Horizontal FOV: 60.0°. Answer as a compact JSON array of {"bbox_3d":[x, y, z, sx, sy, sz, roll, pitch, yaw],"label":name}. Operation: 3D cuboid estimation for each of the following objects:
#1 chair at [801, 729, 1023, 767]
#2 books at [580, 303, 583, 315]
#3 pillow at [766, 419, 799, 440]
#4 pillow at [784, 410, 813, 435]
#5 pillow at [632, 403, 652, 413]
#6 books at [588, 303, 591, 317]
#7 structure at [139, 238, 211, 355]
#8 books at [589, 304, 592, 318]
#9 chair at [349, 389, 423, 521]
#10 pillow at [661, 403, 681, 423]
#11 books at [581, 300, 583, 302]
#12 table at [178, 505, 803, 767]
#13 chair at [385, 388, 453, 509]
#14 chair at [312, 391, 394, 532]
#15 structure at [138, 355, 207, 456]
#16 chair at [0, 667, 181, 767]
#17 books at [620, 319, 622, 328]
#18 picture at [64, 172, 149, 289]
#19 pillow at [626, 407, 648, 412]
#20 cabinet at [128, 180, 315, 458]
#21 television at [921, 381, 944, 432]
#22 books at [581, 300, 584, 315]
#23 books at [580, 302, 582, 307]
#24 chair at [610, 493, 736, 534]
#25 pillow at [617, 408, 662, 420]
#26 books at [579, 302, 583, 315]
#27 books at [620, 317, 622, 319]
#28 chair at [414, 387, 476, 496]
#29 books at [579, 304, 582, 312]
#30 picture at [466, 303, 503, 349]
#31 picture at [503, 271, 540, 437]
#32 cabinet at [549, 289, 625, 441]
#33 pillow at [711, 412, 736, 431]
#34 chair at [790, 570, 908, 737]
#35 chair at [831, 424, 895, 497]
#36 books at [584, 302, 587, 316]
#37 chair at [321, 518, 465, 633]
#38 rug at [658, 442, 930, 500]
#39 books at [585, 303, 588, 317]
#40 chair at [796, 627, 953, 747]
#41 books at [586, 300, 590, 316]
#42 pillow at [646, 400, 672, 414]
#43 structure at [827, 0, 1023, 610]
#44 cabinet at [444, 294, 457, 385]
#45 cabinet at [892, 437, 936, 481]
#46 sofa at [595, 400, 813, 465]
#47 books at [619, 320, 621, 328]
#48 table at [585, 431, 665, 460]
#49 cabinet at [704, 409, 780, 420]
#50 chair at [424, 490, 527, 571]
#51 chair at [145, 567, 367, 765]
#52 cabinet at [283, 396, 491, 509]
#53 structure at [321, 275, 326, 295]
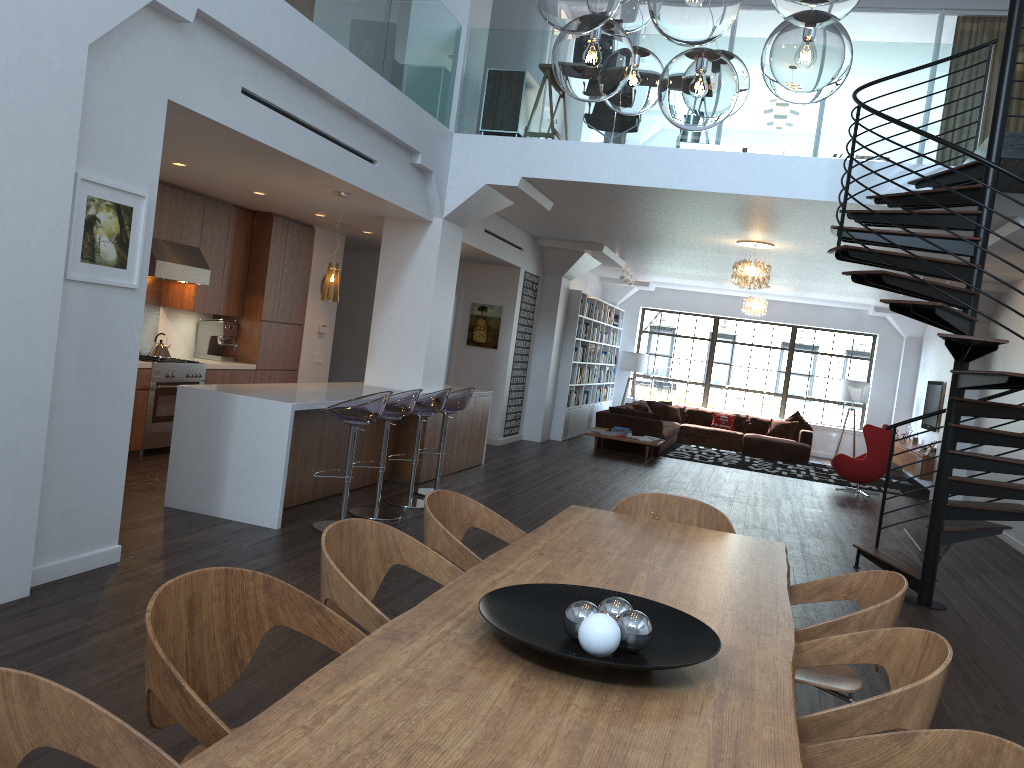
[{"bbox_3d":[0.624,1.058,1.676,0.618,0.833,0.629,8,3,16],"label":"chair"},{"bbox_3d":[1.053,-1.229,14.349,0.161,0.222,0.084,8,3,16],"label":"books"},{"bbox_3d":[5.076,0.841,16.682,0.542,0.362,0.248,9,3,36],"label":"pillow"},{"bbox_3d":[5.329,0.786,16.781,0.651,0.587,0.335,7,3,-5],"label":"pillow"},{"bbox_3d":[2.360,0.539,15.845,0.325,0.391,0.625,9,3,32],"label":"pillow"},{"bbox_3d":[1.229,-1.247,14.949,0.182,0.253,0.098,8,3,16],"label":"books"},{"bbox_3d":[-3.352,-0.790,8.370,0.529,1.110,0.811,8,3,16],"label":"structure"},{"bbox_3d":[1.248,-1.244,15.033,0.174,0.243,0.085,8,3,16],"label":"books"},{"bbox_3d":[-0.991,0.508,6.834,0.481,1.014,0.530,8,3,14],"label":"chair"},{"bbox_3d":[3.073,0.570,17.225,0.489,0.337,0.238,7,3,-15],"label":"pillow"},{"bbox_3d":[1.056,-1.243,14.380,0.159,0.248,0.089,8,3,16],"label":"books"},{"bbox_3d":[0.154,1.014,2.187,1.012,0.750,3.803,8,3,16],"label":"table"},{"bbox_3d":[-0.801,0.504,7.442,0.481,1.014,0.530,8,3,14],"label":"chair"},{"bbox_3d":[-1.137,0.517,6.218,0.481,1.014,0.530,8,3,18],"label":"chair"},{"bbox_3d":[-3.420,0.212,8.399,0.662,0.919,0.811,8,3,16],"label":"structure"},{"bbox_3d":[-0.745,0.897,1.259,0.618,0.833,0.629,8,3,16],"label":"chair"},{"bbox_3d":[2.179,-1.250,18.297,0.139,0.191,0.036,8,3,16],"label":"books"},{"bbox_3d":[-2.007,-0.747,4.412,0.018,0.500,0.500,8,3,16],"label":"picture"},{"bbox_3d":[2.075,0.545,14.441,0.269,0.411,0.559,6,3,-28],"label":"pillow"},{"bbox_3d":[-3.460,-0.618,7.931,0.598,2.499,5.299,8,3,16],"label":"cabinet"},{"bbox_3d":[6.934,0.357,14.648,0.013,0.816,1.324,8,3,15],"label":"television"},{"bbox_3d":[1.069,-1.245,14.422,0.170,0.251,0.118,8,3,16],"label":"books"},{"bbox_3d":[0.999,-1.223,14.168,0.182,0.215,0.188,8,3,16],"label":"books"},{"bbox_3d":[0.683,0.954,4.038,0.629,0.833,0.618,8,3,11],"label":"chair"},{"bbox_3d":[2.033,0.594,14.177,0.750,0.364,0.289,8,3,15],"label":"pillow"},{"bbox_3d":[1.042,-1.227,14.317,0.161,0.218,0.101,8,3,16],"label":"books"},{"bbox_3d":[2.188,-1.271,18.336,0.140,0.231,0.042,8,3,16],"label":"books"},{"bbox_3d":[-0.629,0.498,8.049,0.481,1.014,0.530,8,3,18],"label":"chair"},{"bbox_3d":[1.015,-1.222,14.257,0.167,0.210,0.162,8,3,16],"label":"books"},{"bbox_3d":[-0.386,-0.815,12.421,0.450,0.600,0.030,8,3,16],"label":"picture"},{"bbox_3d":[0.147,-0.421,12.949,0.021,2.380,0.800,8,3,16],"label":"picture"},{"bbox_3d":[1.342,-0.335,16.296,0.461,2.414,4.500,8,3,16],"label":"cabinet"},{"bbox_3d":[4.073,0.724,17.090,0.465,0.308,0.220,8,3,12],"label":"pillow"},{"bbox_3d":[1.030,1.041,3.153,0.617,0.830,0.629,8,3,16],"label":"chair"},{"bbox_3d":[4.957,1.031,12.541,0.801,1.006,0.798,10,4,41],"label":"chair"},{"bbox_3d":[1.135,-1.245,14.655,0.170,0.251,0.118,8,3,16],"label":"books"},{"bbox_3d":[-0.327,0.883,2.732,0.618,0.833,0.629,8,3,16],"label":"chair"},{"bbox_3d":[4.627,1.388,14.739,4.200,0.007,3.100,8,3,17],"label":"rug"},{"bbox_3d":[1.152,-1.241,14.706,0.174,0.242,0.105,8,3,16],"label":"books"},{"bbox_3d":[0.814,1.048,2.416,0.618,0.833,0.629,8,3,17],"label":"chair"},{"bbox_3d":[1.187,-1.267,14.852,0.197,0.290,0.136,8,3,16],"label":"books"},{"bbox_3d":[2.920,0.525,17.368,0.580,0.418,0.334,7,3,-11],"label":"pillow"},{"bbox_3d":[3.226,-0.590,6.228,1.998,4.352,1.998,6,3,-24],"label":"structure"},{"bbox_3d":[-1.652,-0.927,14.318,0.527,2.991,2.630,8,3,16],"label":"cabinet"},{"bbox_3d":[6.686,1.205,14.794,0.459,0.350,4.501,8,3,16],"label":"cabinet"},{"bbox_3d":[3.517,0.869,15.579,3.481,0.664,4.197,8,3,16],"label":"sofa"},{"bbox_3d":[2.155,-1.242,18.206,0.128,0.178,0.022,8,3,16],"label":"books"},{"bbox_3d":[1.706,0.929,13.457,1.100,0.271,0.853,8,3,16],"label":"table"},{"bbox_3d":[4.588,0.923,17.876,1.520,0.625,0.350,8,3,16],"label":"cabinet"},{"bbox_3d":[-0.097,0.878,3.478,0.618,0.833,0.629,8,3,14],"label":"chair"},{"bbox_3d":[-0.536,0.890,1.997,0.618,0.833,0.629,8,3,16],"label":"chair"},{"bbox_3d":[-1.336,0.496,8.298,0.898,0.796,4.493,8,3,16],"label":"cabinet"},{"bbox_3d":[-2.234,-1.177,10.776,0.040,0.300,0.300,8,3,16],"label":"structure"}]
